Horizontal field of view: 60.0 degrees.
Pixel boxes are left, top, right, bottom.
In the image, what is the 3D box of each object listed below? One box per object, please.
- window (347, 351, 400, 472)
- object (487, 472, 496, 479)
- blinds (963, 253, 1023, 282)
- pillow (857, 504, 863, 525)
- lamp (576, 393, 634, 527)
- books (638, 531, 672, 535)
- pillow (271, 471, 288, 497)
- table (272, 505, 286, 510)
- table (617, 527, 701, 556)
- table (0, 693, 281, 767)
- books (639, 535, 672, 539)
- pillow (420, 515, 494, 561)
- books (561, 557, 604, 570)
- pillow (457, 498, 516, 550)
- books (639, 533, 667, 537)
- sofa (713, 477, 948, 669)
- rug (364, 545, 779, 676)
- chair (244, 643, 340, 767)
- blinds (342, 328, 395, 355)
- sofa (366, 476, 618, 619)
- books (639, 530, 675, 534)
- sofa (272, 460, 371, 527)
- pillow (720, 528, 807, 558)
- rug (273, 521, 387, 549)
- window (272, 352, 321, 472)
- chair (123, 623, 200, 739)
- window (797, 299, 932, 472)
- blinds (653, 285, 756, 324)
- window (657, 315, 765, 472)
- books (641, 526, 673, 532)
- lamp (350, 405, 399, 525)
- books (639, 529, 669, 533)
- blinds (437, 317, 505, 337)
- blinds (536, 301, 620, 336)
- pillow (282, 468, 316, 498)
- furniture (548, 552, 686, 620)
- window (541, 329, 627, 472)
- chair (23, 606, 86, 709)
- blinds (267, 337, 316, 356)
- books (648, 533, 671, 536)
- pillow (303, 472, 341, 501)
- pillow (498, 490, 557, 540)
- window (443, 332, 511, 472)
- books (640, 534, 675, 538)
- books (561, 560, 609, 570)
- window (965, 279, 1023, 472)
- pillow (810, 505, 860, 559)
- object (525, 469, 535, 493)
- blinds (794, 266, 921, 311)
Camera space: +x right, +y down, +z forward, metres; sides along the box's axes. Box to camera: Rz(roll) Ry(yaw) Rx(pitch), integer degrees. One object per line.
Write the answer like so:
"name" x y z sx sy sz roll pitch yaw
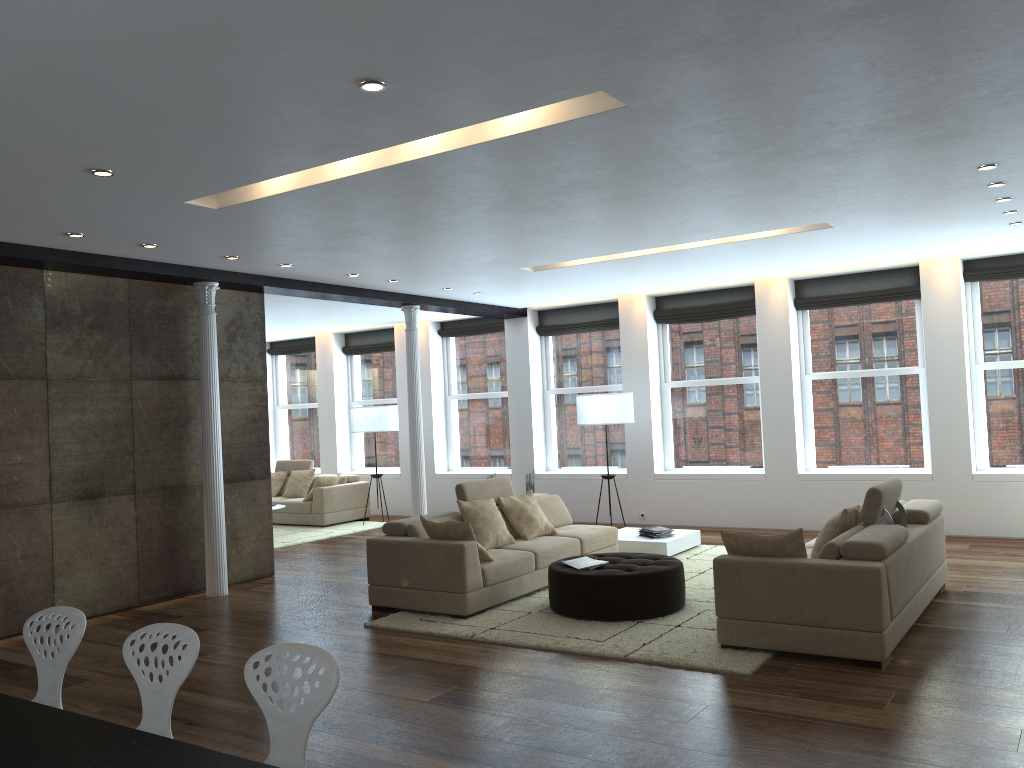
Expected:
"window" -2.172 0.314 14.566 1.345 2.400 0.123 -4 -2 33
"object" -0.258 1.560 11.937 0.458 0.781 0.458 -4 -2 33
"blinds" 5.621 -1.272 9.329 1.563 0.275 0.156 -4 -2 33
"pillow" 2.587 1.070 6.718 0.368 0.416 0.519 -4 -2 29
"lamp" 1.173 0.985 10.865 0.698 1.728 0.698 -2 -2 -33
"books" 1.505 1.559 9.336 0.220 0.010 0.300 -2 -2 -32
"pillow" -3.834 1.585 14.090 0.519 0.416 0.368 -4 -2 29
"table" -3.596 1.892 12.050 1.022 0.393 1.022 -2 -2 -12
"table" 1.425 1.696 9.499 0.900 0.170 0.900 -4 -2 33
"table" -2.229 1.394 2.558 3.400 0.733 1.200 -4 -2 33
"books" 1.507 1.597 9.335 0.220 0.010 0.300 -2 -2 -22
"pillow" -0.444 1.232 7.064 0.518 0.393 0.395 -4 -2 37
"books" 0.540 1.380 6.832 0.220 0.040 0.301 -2 -2 -22
"pillow" -0.223 1.222 7.830 0.301 0.439 0.534 -4 -2 37
"books" 1.506 1.578 9.336 0.220 0.010 0.300 -2 -2 -22
"sofa" 2.387 1.189 6.406 1.021 0.950 2.581 -4 -2 33
"rug" 1.287 1.742 7.651 2.972 0.020 4.231 -4 -2 33
"chair" -0.825 1.282 2.707 0.495 0.835 0.581 -4 -2 33
"blinds" -2.254 -0.699 14.545 1.342 0.393 0.156 -4 -2 33
"sofa" -0.066 1.350 8.030 1.021 0.950 2.581 -4 -2 33
"books" 1.528 1.548 9.346 0.220 0.010 0.300 -1 -2 -42
"sofa" -3.520 1.683 13.883 2.581 0.950 1.018 -4 -2 33
"pillow" 1.636 1.095 5.687 0.518 0.393 0.395 -4 -2 30
"rug" -4.213 2.150 12.824 4.231 0.020 2.972 -4 -2 33
"window" -3.666 0.413 15.556 1.444 2.400 0.123 -4 -2 33
"chair" -1.406 1.320 3.098 0.495 0.835 0.581 -4 -2 33
"window" 4.120 -0.100 10.399 1.443 2.400 0.123 -4 -2 33
"blinds" 2.507 -1.005 11.391 1.439 0.424 0.156 -4 -2 33
"window" 2.586 0.001 11.415 1.442 2.400 0.123 -4 -2 33
"books" 1.527 1.529 9.347 0.220 0.010 0.300 -2 -2 -17
"lamp" -1.981 1.192 12.954 0.698 1.728 0.698 -2 -2 -33
"books" 1.504 1.539 9.337 0.220 0.010 0.300 -2 -2 -22
"blinds" -0.535 -0.871 13.406 1.396 0.275 0.156 -4 -2 33
"blinds" 0.968 -0.911 12.392 1.431 0.395 0.183 -4 -2 33
"pillow" -3.307 1.540 13.756 0.534 0.439 0.301 -4 -2 30
"furniture" 0.811 1.555 6.908 1.057 0.355 1.057 -4 -2 35
"window" 1.057 0.102 12.427 1.432 2.400 0.123 -4 -2 33
"chair" -2.015 1.361 3.512 0.495 0.835 0.581 -4 -2 33
"blinds" -3.748 -0.660 15.534 1.442 0.275 0.156 -4 -2 33
"books" 1.529 1.568 9.345 0.220 0.010 0.300 -2 -2 -7
"pillow" -2.805 1.521 13.138 0.395 0.393 0.518 -4 -2 30
"pillow" 0.133 1.231 8.343 0.368 0.416 0.519 -4 -2 38
"window" -0.451 0.201 13.426 1.391 2.400 0.123 -4 -2 33
"books" 1.530 1.587 9.345 0.220 0.010 0.300 -1 -2 -37
"books" 0.565 1.387 6.841 0.219 0.031 0.300 -1 -2 -42
"window" 5.704 -0.204 9.350 1.563 2.400 0.123 -4 -2 33
"pillow" 2.253 1.059 6.190 0.301 0.439 0.534 -4 -2 30
"object" 0.250 1.534 11.862 0.458 0.781 0.458 -4 -2 33
"blinds" 4.039 -1.113 10.377 1.442 0.393 0.156 -4 -2 33
